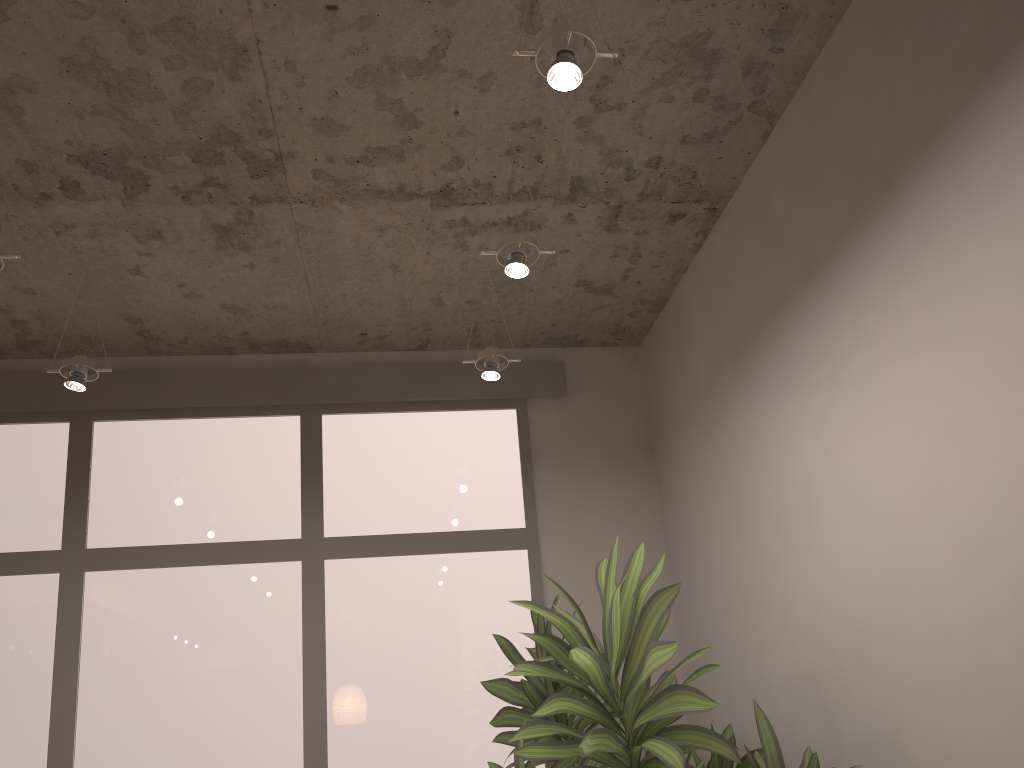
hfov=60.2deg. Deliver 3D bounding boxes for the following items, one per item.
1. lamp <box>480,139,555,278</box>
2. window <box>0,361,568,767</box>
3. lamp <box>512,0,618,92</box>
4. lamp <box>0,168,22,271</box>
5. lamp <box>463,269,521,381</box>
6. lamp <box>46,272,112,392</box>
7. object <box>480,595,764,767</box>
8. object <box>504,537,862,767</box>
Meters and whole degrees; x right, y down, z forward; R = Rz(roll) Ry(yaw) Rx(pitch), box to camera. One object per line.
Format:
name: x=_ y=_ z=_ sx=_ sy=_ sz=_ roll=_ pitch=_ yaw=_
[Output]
lamp: x=0.005 y=-0.554 z=2.715 sx=0.200 sy=0.470 sz=0.137 roll=10 pitch=-22 yaw=-39
window: x=-3.862 y=1.539 z=3.338 sx=8.548 sy=3.195 sz=0.064 roll=-2 pitch=-17 yaw=-7
lamp: x=0.102 y=-0.862 z=1.934 sx=0.200 sy=0.470 sz=0.137 roll=10 pitch=-22 yaw=-39
lamp: x=-1.511 y=-0.514 z=2.521 sx=0.200 sy=0.470 sz=0.137 roll=10 pitch=-22 yaw=-39
lamp: x=-0.092 y=-0.246 z=3.496 sx=0.200 sy=0.470 sz=0.137 roll=10 pitch=-22 yaw=-39
lamp: x=-1.608 y=-0.206 z=3.302 sx=0.200 sy=0.470 sz=0.137 roll=10 pitch=-22 yaw=-39
object: x=0.431 y=1.746 z=3.053 sx=1.084 sy=2.049 sz=0.990 roll=-8 pitch=-18 yaw=10
object: x=0.525 y=1.491 z=2.411 sx=0.968 sy=2.049 sz=1.108 roll=-6 pitch=-18 yaw=5
